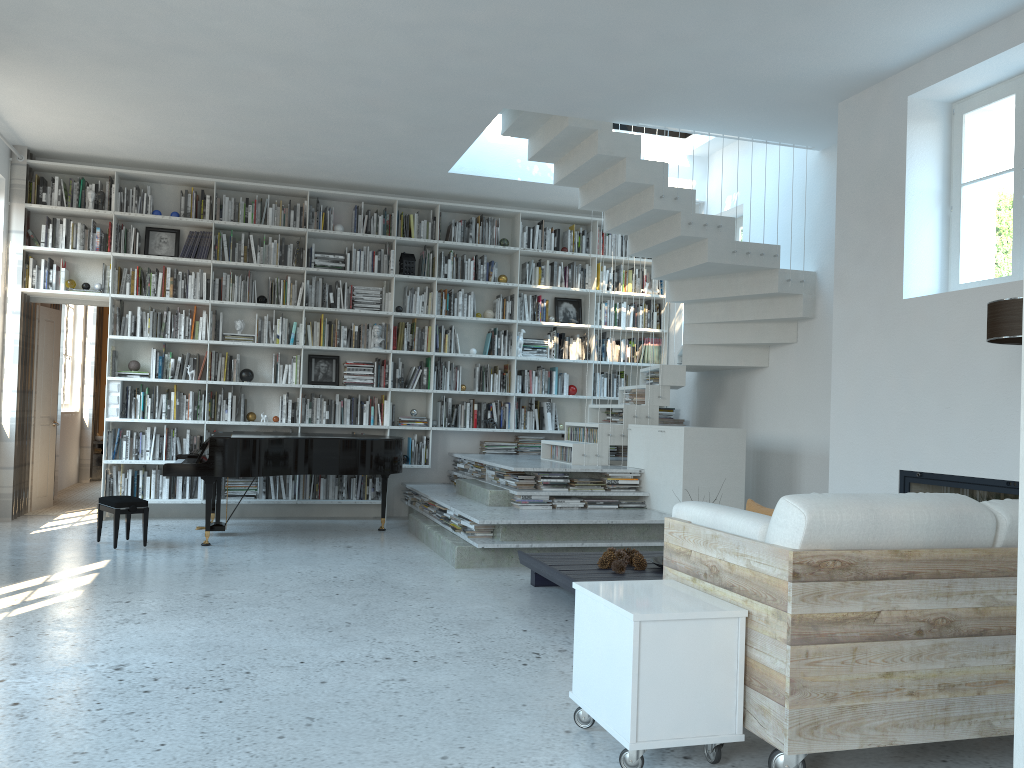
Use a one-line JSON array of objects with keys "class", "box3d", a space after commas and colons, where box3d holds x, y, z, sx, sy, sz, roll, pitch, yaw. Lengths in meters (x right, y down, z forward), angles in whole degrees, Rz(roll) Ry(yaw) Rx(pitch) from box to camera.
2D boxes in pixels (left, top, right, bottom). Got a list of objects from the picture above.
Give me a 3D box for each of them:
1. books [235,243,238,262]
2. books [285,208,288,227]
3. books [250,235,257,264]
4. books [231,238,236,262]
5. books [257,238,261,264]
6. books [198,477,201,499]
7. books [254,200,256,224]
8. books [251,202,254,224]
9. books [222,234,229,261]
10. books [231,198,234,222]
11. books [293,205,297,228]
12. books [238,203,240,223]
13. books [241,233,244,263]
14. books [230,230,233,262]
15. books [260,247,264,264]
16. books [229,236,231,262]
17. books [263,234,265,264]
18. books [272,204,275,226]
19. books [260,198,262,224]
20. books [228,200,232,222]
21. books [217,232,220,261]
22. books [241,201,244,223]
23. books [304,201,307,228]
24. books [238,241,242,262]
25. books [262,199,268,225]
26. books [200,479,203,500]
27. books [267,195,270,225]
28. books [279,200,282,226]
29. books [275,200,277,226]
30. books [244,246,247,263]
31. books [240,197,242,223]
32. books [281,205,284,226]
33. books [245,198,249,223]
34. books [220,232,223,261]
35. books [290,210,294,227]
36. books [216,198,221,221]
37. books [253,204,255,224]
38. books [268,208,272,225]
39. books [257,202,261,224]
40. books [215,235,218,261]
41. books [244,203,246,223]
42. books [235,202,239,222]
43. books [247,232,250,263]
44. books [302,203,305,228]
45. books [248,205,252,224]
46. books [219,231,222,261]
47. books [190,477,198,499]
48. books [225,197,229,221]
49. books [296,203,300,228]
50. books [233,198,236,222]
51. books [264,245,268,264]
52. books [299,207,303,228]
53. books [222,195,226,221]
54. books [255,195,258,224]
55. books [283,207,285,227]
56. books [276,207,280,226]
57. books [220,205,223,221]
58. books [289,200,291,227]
[{"class": "books", "box3d": [-2.599, -1.218, 8.367, 0.024, 0.201, 0.153, 2, -2, -17]}, {"class": "books", "box3d": [-2.160, -1.567, 8.477, 0.026, 0.200, 0.187, 2, -2, -17]}, {"class": "books", "box3d": [-2.451, -1.254, 8.397, 0.075, 0.285, 0.178, 2, -1, -17]}, {"class": "books", "box3d": [-2.620, -1.240, 8.347, 0.031, 0.242, 0.181, 2, -2, -17]}, {"class": "books", "box3d": [-2.407, -1.242, 8.426, 0.027, 0.265, 0.168, 2, -1, -17]}, {"class": "books", "box3d": [-2.905, 0.924, 8.260, 0.027, 0.276, 0.143, 2, -1, -17]}, {"class": "books", "box3d": [-2.437, -1.604, 8.410, 0.013, 0.251, 0.183, 2, -2, -17]}, {"class": "books", "box3d": [-2.463, -1.596, 8.410, 0.013, 0.234, 0.154, 2, -1, -17]}, {"class": "books", "box3d": [-2.692, -1.259, 8.341, 0.067, 0.274, 0.168, 2, -1, -17]}, {"class": "books", "box3d": [-2.633, -1.612, 8.356, 0.023, 0.251, 0.170, 2, -1, -17]}, {"class": "books", "box3d": [-2.089, -1.581, 8.521, 0.026, 0.237, 0.149, 2, -1, -17]}, {"class": "books", "box3d": [-2.575, -1.588, 8.369, 0.015, 0.207, 0.166, 2, -2, -17]}, {"class": "books", "box3d": [-2.545, -1.262, 8.376, 0.023, 0.293, 0.156, 2, -1, -17]}, {"class": "books", "box3d": [-2.639, -1.277, 8.340, 0.012, 0.315, 0.171, 2, -1, -17]}, {"class": "books", "box3d": [-2.380, -1.198, 8.426, 0.028, 0.180, 0.168, 2, -2, -17]}, {"class": "books", "box3d": [-2.653, -1.250, 8.345, 0.011, 0.260, 0.157, 2, -1, -17]}, {"class": "books", "box3d": [-2.359, -1.261, 8.433, 0.012, 0.308, 0.145, 2, -1, -17]}, {"class": "books", "box3d": [-2.279, -1.589, 8.469, 0.026, 0.235, 0.134, 2, -1, -17]}, {"class": "books", "box3d": [-2.387, -1.614, 8.425, 0.013, 0.276, 0.164, 2, -1, -17]}, {"class": "books", "box3d": [-2.655, -1.597, 8.346, 0.023, 0.220, 0.181, 2, -2, -17]}, {"class": "books", "box3d": [-2.751, -1.266, 8.318, 0.013, 0.283, 0.158, 2, -1, -17]}, {"class": "books", "box3d": [-2.555, -1.599, 8.405, 0.025, 0.234, 0.129, 2, -1, -17]}, {"class": "books", "box3d": [-1.995, -1.603, 8.540, 0.026, 0.288, 0.176, 2, -1, -17]}, {"class": "books", "box3d": [-2.571, -1.226, 8.368, 0.029, 0.219, 0.157, 2, -2, -17]}, {"class": "books", "box3d": [-2.355, -1.611, 8.432, 0.052, 0.273, 0.172, 2, -1, -17]}, {"class": "books", "box3d": [-2.872, 0.946, 8.225, 0.017, 0.233, 0.212, 2, -2, -17]}, {"class": "books", "box3d": [-2.327, -1.631, 8.454, 0.014, 0.315, 0.166, 2, -1, -17]}, {"class": "books", "box3d": [-2.213, -1.602, 8.470, 0.014, 0.266, 0.192, 2, -2, -17]}, {"class": "books", "box3d": [-2.260, -1.604, 8.476, 0.014, 0.269, 0.156, 2, -1, -17]}, {"class": "books", "box3d": [-2.523, -1.204, 8.393, 0.034, 0.180, 0.160, 2, -2, -17]}, {"class": "books", "box3d": [-2.563, -1.616, 8.375, 0.010, 0.264, 0.160, 2, -1, -17]}, {"class": "books", "box3d": [-2.199, -1.582, 8.482, 0.021, 0.228, 0.161, 2, -2, -17]}, {"class": "books", "box3d": [-2.514, -1.615, 8.407, 0.028, 0.268, 0.151, 2, -1, -17]}, {"class": "books", "box3d": [-2.727, -1.267, 8.323, 0.010, 0.287, 0.148, 2, -1, -17]}, {"class": "books", "box3d": [-2.114, -1.557, 8.503, 0.031, 0.184, 0.177, 2, -2, -17]}, {"class": "books", "box3d": [-2.753, -1.610, 8.315, 0.029, 0.237, 0.156, 2, -1, -17]}, {"class": "books", "box3d": [-2.449, -1.586, 8.406, 0.011, 0.216, 0.160, 2, -2, -17]}, {"class": "books", "box3d": [-2.305, -1.567, 8.452, 0.031, 0.190, 0.181, 2, -2, -17]}, {"class": "books", "box3d": [-2.411, -1.594, 8.433, 0.029, 0.235, 0.130, 2, -1, -17]}, {"class": "books", "box3d": [-2.765, -1.253, 8.299, 0.023, 0.256, 0.174, 2, -1, -17]}, {"class": "books", "box3d": [-2.535, -1.590, 8.402, 0.012, 0.216, 0.150, 2, -1, -17]}, {"class": "books", "box3d": [-2.592, -1.589, 8.350, 0.029, 0.208, 0.178, 2, -2, -17]}, {"class": "books", "box3d": [-2.500, -1.270, 8.409, 0.013, 0.315, 0.135, 2, -1, -17]}, {"class": "books", "box3d": [-2.015, -1.593, 8.539, 0.014, 0.267, 0.171, 2, -1, -17]}, {"class": "books", "box3d": [-2.485, -1.580, 8.406, 0.030, 0.201, 0.152, 2, -2, -17]}, {"class": "books", "box3d": [-2.744, -1.277, 8.342, 0.014, 0.309, 0.130, 2, -1, -17]}, {"class": "books", "box3d": [-2.949, 0.932, 8.245, 0.065, 0.256, 0.156, 2, -1, -17]}, {"class": "books", "box3d": [-2.682, -1.616, 8.342, 0.031, 0.254, 0.145, 2, -1, -17]}, {"class": "books", "box3d": [-2.065, -1.592, 8.537, 0.029, 0.261, 0.151, 2, -1, -17]}, {"class": "books", "box3d": [-2.615, -1.611, 8.357, 0.012, 0.250, 0.174, 2, -2, -17]}, {"class": "books", "box3d": [-2.351, -1.212, 8.462, 0.024, 0.212, 0.128, 2, -1, -17]}, {"class": "books", "box3d": [-2.033, -1.573, 8.525, 0.026, 0.225, 0.172, 2, -2, -17]}, {"class": "books", "box3d": [-2.712, -1.629, 8.354, 0.021, 0.279, 0.140, 2, -1, -17]}, {"class": "books", "box3d": [-2.426, -1.627, 8.416, 0.010, 0.299, 0.151, 2, -1, -17]}, {"class": "books", "box3d": [-2.179, -1.571, 8.474, 0.013, 0.207, 0.178, 2, -2, -17]}, {"class": "books", "box3d": [-2.243, -1.576, 8.490, 0.029, 0.213, 0.141, 2, -1, -17]}, {"class": "books", "box3d": [-2.733, -1.582, 8.337, 0.024, 0.183, 0.133, 2, -2, -17]}, {"class": "books", "box3d": [-2.135, -1.608, 8.504, 0.013, 0.285, 0.159, 2, -1, -17]}]
